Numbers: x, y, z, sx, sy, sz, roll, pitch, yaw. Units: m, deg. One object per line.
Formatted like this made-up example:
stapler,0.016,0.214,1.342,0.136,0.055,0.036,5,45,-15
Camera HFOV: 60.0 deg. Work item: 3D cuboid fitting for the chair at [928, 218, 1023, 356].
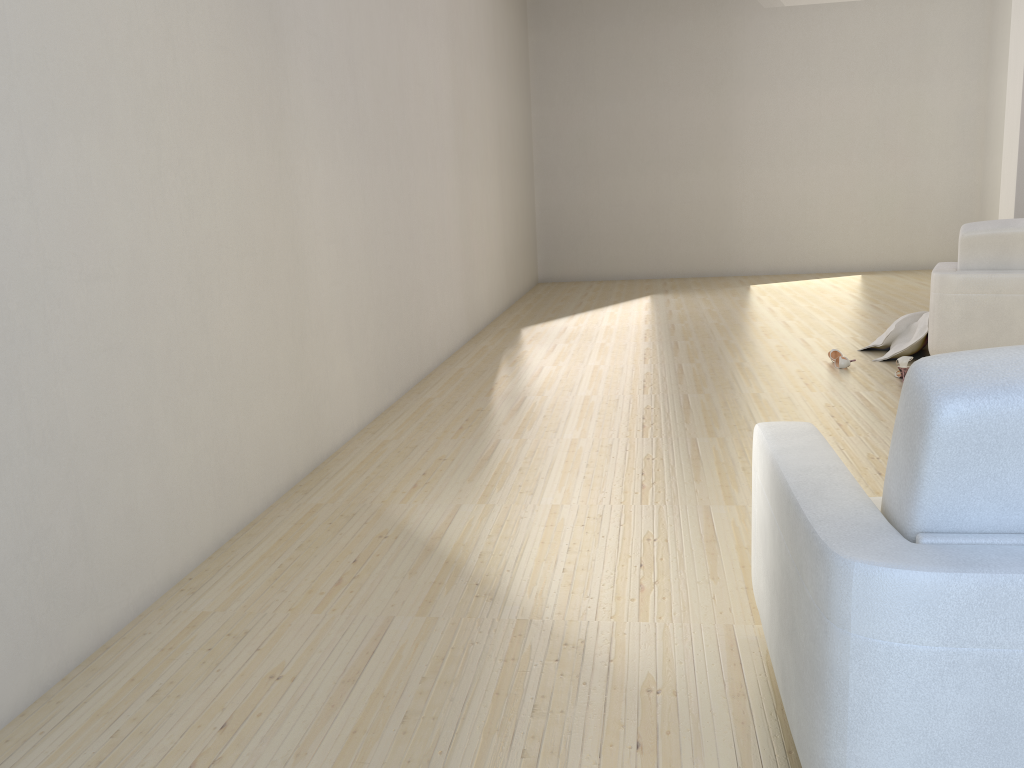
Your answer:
chair,2.959,-0.559,5.171,0.919,0.828,0.941,4,13,28

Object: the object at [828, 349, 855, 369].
object,2.040,-0.156,5.464,0.121,0.091,0.287,-1,12,8

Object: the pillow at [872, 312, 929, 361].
pillow,2.543,-0.333,5.656,0.312,0.315,0.615,6,14,35

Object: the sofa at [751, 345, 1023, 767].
sofa,1.583,0.283,1.552,2.166,0.862,0.941,-1,12,9

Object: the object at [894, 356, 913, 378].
object,2.202,-0.101,4.982,0.089,0.149,0.265,2,13,22

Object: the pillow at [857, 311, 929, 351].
pillow,2.664,-0.360,5.921,0.712,0.287,0.299,-9,13,-28
